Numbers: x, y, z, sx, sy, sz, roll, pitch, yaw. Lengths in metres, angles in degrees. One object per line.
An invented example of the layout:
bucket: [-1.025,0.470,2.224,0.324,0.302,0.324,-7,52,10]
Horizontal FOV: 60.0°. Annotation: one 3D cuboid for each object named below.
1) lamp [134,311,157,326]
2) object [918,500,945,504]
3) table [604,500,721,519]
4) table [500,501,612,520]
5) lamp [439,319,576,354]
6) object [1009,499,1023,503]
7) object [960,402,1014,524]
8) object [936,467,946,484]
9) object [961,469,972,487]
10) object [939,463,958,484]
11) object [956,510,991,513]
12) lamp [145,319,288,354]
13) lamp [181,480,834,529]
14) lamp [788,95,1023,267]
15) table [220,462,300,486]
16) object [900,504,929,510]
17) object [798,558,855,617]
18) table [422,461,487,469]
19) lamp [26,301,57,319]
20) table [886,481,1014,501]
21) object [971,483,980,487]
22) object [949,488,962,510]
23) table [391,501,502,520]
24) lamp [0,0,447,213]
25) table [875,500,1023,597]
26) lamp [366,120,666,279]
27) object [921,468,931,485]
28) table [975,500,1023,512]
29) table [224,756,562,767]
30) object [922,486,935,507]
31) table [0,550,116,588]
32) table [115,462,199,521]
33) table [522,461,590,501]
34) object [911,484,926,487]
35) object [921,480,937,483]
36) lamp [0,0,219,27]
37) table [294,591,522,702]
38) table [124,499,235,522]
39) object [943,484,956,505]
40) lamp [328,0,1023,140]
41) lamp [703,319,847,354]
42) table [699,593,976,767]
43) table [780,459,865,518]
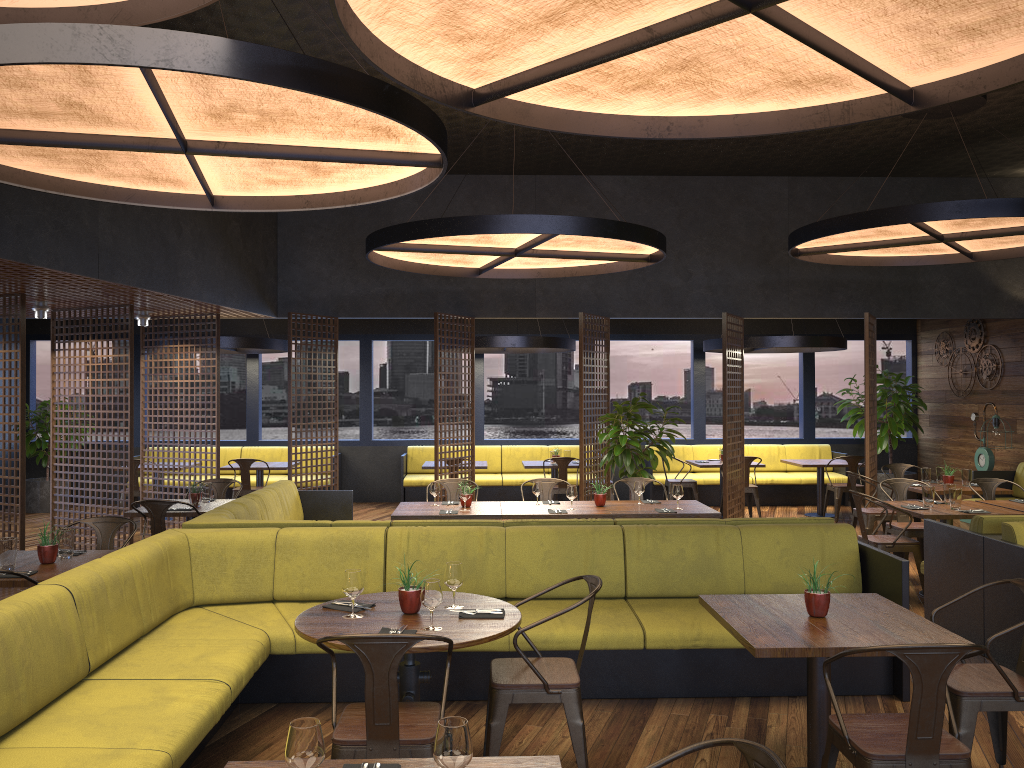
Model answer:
lamp: [-4.275,-0.760,10.274,0.228,0.172,0.228,0,-1,-2]
object: [3.773,1.055,7.949,0.157,0.019,0.255,0,-1,-2]
table: [1.261,1.451,7.736,0.906,0.763,0.887,0,-1,-2]
table: [0.358,1.453,7.702,0.906,0.763,0.887,0,-1,-2]
lamp: [-0.086,-1.558,12.638,1.979,2.172,1.979,-1,-1,43]
object: [4.612,1.054,7.976,0.157,0.019,0.255,0,-1,-2]
object: [6.319,1.050,11.697,0.459,1.615,0.848,0,-1,-2]
object: [4.627,0.988,9.563,0.102,0.178,0.102,0,-1,34]
object: [4.773,0.986,9.312,0.102,0.178,0.102,0,-1,34]
object: [4.604,0.940,9.368,0.238,0.271,0.260,0,-1,20]
object: [3.801,1.050,7.329,0.255,0.019,0.157,0,-1,-2]
lamp: [-4.160,-1.550,12.508,1.979,2.172,1.979,0,-1,5]
lamp: [-2.355,0.479,7.225,9.057,2.714,3.017,0,-1,-2]
lamp: [4.059,-1.986,8.369,2.778,1.362,2.778,0,-1,-37]
table: [-3.490,1.504,12.356,0.887,0.763,0.906,0,-1,-2]
object: [3.446,1.053,7.614,0.157,0.019,0.255,0,-1,-2]
object: [1.367,0.899,3.949,0.260,0.271,0.238,0,-1,33]
table: [-0.791,1.498,12.442,0.887,0.763,0.906,0,-1,-2]
lamp: [-4.885,-0.769,9.198,0.228,0.172,0.228,0,-1,-2]
table: [4.599,1.458,9.375,0.887,0.763,0.906,0,-1,-2]
object: [4.930,1.065,9.367,0.157,0.019,0.255,0,-1,-2]
object: [3.745,0.971,7.486,0.102,0.178,0.102,0,-1,34]
table: [-0.548,1.455,7.673,0.906,0.763,0.887,0,-1,-2]
lamp: [-1.738,-1.929,4.719,2.778,1.475,2.778,0,-1,2]
table: [3.773,1.445,7.659,0.887,0.763,0.906,0,-1,-2]
lamp: [0.034,-1.901,8.320,2.778,1.475,2.778,0,-1,-2]
object: [4.425,0.988,9.479,0.102,0.178,0.102,0,-1,-16]
table: [4.705,1.443,7.689,0.887,0.763,0.906,0,-1,-2]
table: [-0.306,1.403,1.983,0.906,0.763,0.887,0,-1,-2]
object: [3.603,0.973,7.671,0.102,0.178,0.102,0,-1,-16]
table: [-2.738,1.438,5.204,0.887,0.763,0.906,0,-1,-2]
table: [-4.889,1.506,12.311,0.887,0.763,0.906,0,-1,-2]
table: [0.609,1.496,12.490,0.906,0.763,0.887,0,-1,-2]
object: [4.269,1.067,9.422,0.157,0.019,0.255,0,-1,-2]
object: [4.571,1.069,9.719,0.255,0.019,0.157,0,-1,-2]
lamp: [-2.081,-2.126,2.507,2.778,1.159,2.778,0,-1,-42]
table: [-0.459,1.421,3.986,1.007,0.760,1.007,0,-1,36]
table: [-2.828,1.462,7.902,0.887,0.763,0.906,0,-1,-2]
object: [3.864,0.974,7.830,0.102,0.178,0.102,0,-1,-16]
lamp: [0.798,-1.951,2.976,2.778,1.475,2.778,0,-1,-43]
lamp: [3.760,-1.567,12.760,1.979,2.172,1.979,0,-1,-17]
table: [1.381,1.417,3.934,0.887,0.763,0.906,0,-1,-2]
table: [4.406,1.488,12.607,0.887,0.763,0.906,0,-1,-2]
